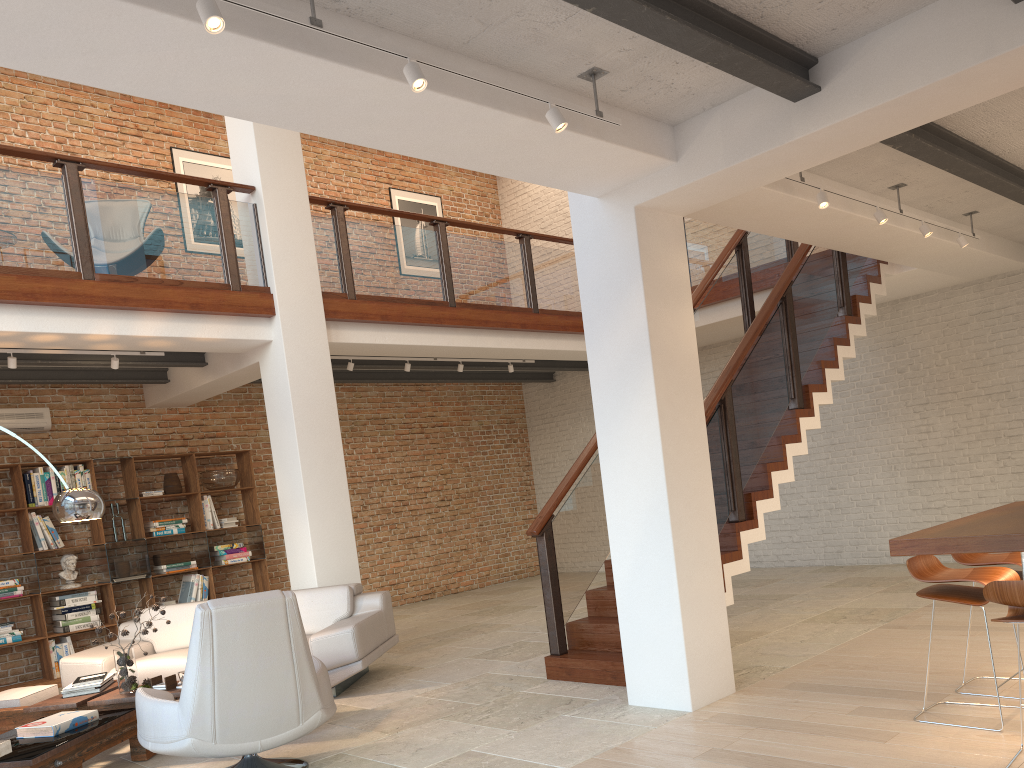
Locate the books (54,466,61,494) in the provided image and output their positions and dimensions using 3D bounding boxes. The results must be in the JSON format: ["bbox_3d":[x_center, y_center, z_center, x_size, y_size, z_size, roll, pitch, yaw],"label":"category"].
[{"bbox_3d":[-4.548,1.019,8.661,0.036,0.383,0.247,-10,2,-44],"label":"books"}]

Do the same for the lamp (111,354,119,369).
[{"bbox_3d":[-3.284,-0.180,7.206,0.060,0.115,0.096,-8,0,-38],"label":"lamp"}]

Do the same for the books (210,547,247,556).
[{"bbox_3d":[-3.222,1.903,9.893,0.324,0.055,0.258,-1,-9,-44],"label":"books"}]

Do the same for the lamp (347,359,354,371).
[{"bbox_3d":[-1.627,-0.184,8.775,0.087,0.129,0.059,-7,1,16],"label":"lamp"}]

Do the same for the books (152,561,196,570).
[{"bbox_3d":[-3.653,1.962,9.436,0.376,0.036,0.248,0,-10,-45],"label":"books"}]

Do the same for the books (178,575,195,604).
[{"bbox_3d":[-3.568,2.277,9.543,0.161,0.372,0.247,-9,1,-44],"label":"books"}]

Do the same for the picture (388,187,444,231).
[{"bbox_3d":[-1.282,-2.095,12.259,0.903,1.196,0.028,-7,2,-44],"label":"picture"}]

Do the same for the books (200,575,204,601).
[{"bbox_3d":[-3.481,2.286,9.620,0.096,0.354,0.275,-10,1,-44],"label":"books"}]

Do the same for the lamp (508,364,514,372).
[{"bbox_3d":[-0.015,-0.193,10.314,0.059,0.129,0.087,-7,0,6],"label":"lamp"}]

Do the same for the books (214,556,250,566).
[{"bbox_3d":[-3.186,2.012,9.905,0.323,0.055,0.258,-1,-9,-41],"label":"books"}]

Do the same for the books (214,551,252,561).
[{"bbox_3d":[-3.175,1.957,9.919,0.258,0.055,0.324,-13,-9,41],"label":"books"}]

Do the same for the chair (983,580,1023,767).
[{"bbox_3d":[2.055,1.093,3.300,0.417,0.775,0.409,-8,1,-44],"label":"chair"}]

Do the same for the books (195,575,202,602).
[{"bbox_3d":[-3.490,2.282,9.598,0.096,0.354,0.275,-10,1,-44],"label":"books"}]

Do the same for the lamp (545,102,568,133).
[{"bbox_3d":[0.179,-1.075,3.521,0.087,0.129,0.059,-7,1,16],"label":"lamp"}]

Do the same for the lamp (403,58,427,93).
[{"bbox_3d":[-0.337,-1.072,3.023,0.060,0.129,0.087,-8,1,-42],"label":"lamp"}]

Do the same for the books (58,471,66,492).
[{"bbox_3d":[-4.501,1.043,8.684,0.055,0.330,0.258,-10,2,-44],"label":"books"}]

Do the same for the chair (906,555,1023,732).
[{"bbox_3d":[2.119,1.187,4.107,0.399,0.775,0.427,-8,1,-44],"label":"chair"}]

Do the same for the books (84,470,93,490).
[{"bbox_3d":[-4.345,1.048,8.877,0.055,0.330,0.258,-10,2,-44],"label":"books"}]

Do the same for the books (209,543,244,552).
[{"bbox_3d":[-3.240,1.848,9.878,0.323,0.055,0.258,-3,-8,-34],"label":"books"}]

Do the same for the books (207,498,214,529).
[{"bbox_3d":[-3.418,1.453,9.717,0.020,0.359,0.275,-10,2,-44],"label":"books"}]

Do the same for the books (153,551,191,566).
[{"bbox_3d":[-3.677,1.886,9.430,0.332,0.118,0.216,-1,-7,-44],"label":"books"}]

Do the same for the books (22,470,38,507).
[{"bbox_3d":[-4.708,1.035,8.520,0.020,0.359,0.275,-10,2,-44],"label":"books"}]

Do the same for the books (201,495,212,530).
[{"bbox_3d":[-3.434,1.438,9.689,0.036,0.383,0.247,-10,2,-44],"label":"books"}]

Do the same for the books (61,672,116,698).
[{"bbox_3d":[-2.776,1.965,5.713,0.249,0.074,0.405,-6,-7,-12],"label":"books"}]

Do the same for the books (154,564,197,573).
[{"bbox_3d":[-3.662,2.004,9.473,0.248,0.036,0.376,-13,-9,41],"label":"books"}]

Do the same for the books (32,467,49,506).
[{"bbox_3d":[-4.639,1.019,8.568,0.036,0.383,0.247,-10,2,-44],"label":"books"}]

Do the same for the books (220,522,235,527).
[{"bbox_3d":[-3.226,1.592,9.875,0.131,0.034,0.209,-3,-8,-34],"label":"books"}]

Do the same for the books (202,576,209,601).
[{"bbox_3d":[-3.439,2.291,9.640,0.114,0.334,0.258,-9,1,-44],"label":"books"}]

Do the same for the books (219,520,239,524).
[{"bbox_3d":[-3.227,1.566,9.882,0.169,0.019,0.240,-1,-9,-41],"label":"books"}]

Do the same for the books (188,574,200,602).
[{"bbox_3d":[-3.523,2.272,9.555,0.159,0.373,0.247,-9,1,-44],"label":"books"}]

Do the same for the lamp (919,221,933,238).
[{"bbox_3d":[2.911,-1.089,6.135,0.060,0.129,0.087,-8,1,-42],"label":"lamp"}]

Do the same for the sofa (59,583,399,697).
[{"bbox_3d":[-2.166,2.083,6.884,2.336,0.756,1.146,-8,-4,6],"label":"sofa"}]

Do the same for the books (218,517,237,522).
[{"bbox_3d":[-3.233,1.539,9.872,0.208,0.034,0.131,-12,-8,36],"label":"books"}]

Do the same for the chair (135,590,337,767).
[{"bbox_3d":[-1.381,1.562,4.485,1.018,1.015,0.983,-6,-2,-27],"label":"chair"}]

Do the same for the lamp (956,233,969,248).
[{"bbox_3d":[3.427,-1.091,6.632,0.087,0.129,0.059,-7,1,16],"label":"lamp"}]

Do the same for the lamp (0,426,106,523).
[{"bbox_3d":[-3.679,1.335,5.740,2.026,2.352,0.318,-7,3,-7],"label":"lamp"}]

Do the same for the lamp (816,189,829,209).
[{"bbox_3d":[1.814,-1.082,5.094,0.059,0.129,0.087,-7,0,6],"label":"lamp"}]

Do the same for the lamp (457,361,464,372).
[{"bbox_3d":[-0.579,-0.189,9.783,0.060,0.129,0.087,-8,1,-42],"label":"lamp"}]

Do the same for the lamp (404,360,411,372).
[{"bbox_3d":[-1.112,-0.186,9.273,0.060,0.129,0.087,-8,1,-42],"label":"lamp"}]

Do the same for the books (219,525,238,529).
[{"bbox_3d":[-3.227,1.621,9.892,0.169,0.019,0.240,-2,-9,-36],"label":"books"}]

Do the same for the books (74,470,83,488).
[{"bbox_3d":[-4.399,1.044,8.794,0.055,0.330,0.258,-10,2,-44],"label":"books"}]

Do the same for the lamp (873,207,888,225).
[{"bbox_3d":[2.378,-1.086,5.624,0.060,0.129,0.087,-8,1,-42],"label":"lamp"}]

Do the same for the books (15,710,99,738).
[{"bbox_3d":[-2.491,1.864,4.785,0.256,0.056,0.326,-9,-7,16],"label":"books"}]

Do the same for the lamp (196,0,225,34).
[{"bbox_3d":[-0.870,-1.075,2.512,0.060,0.121,0.087,-8,1,-42],"label":"lamp"}]

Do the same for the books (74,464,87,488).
[{"bbox_3d":[-4.372,1.018,8.829,0.036,0.383,0.247,-10,2,-44],"label":"books"}]

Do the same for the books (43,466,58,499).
[{"bbox_3d":[-4.568,1.017,8.629,0.036,0.383,0.247,-10,2,-44],"label":"books"}]

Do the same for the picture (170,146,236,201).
[{"bbox_3d":[-3.454,-2.084,10.178,0.903,1.196,0.028,-7,2,-44],"label":"picture"}]

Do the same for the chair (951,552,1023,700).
[{"bbox_3d":[2.505,1.185,4.476,0.399,0.775,0.427,-8,1,-44],"label":"chair"}]

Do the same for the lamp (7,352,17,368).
[{"bbox_3d":[-3.827,-0.173,6.672,0.060,0.129,0.087,-8,1,-42],"label":"lamp"}]

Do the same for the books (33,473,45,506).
[{"bbox_3d":[-4.666,1.045,8.535,0.055,0.330,0.258,-10,2,-44],"label":"books"}]

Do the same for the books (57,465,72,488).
[{"bbox_3d":[-4.475,1.021,8.749,0.036,0.383,0.247,-10,2,-44],"label":"books"}]

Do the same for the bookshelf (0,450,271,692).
[{"bbox_3d":[-4.047,1.876,9.062,3.004,2.195,0.369,-4,0,-44],"label":"bookshelf"}]

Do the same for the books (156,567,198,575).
[{"bbox_3d":[-3.639,2.030,9.473,0.352,0.020,0.276,0,-10,-45],"label":"books"}]

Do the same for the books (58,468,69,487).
[{"bbox_3d":[-4.485,1.032,8.720,0.020,0.359,0.275,-10,2,-44],"label":"books"}]
